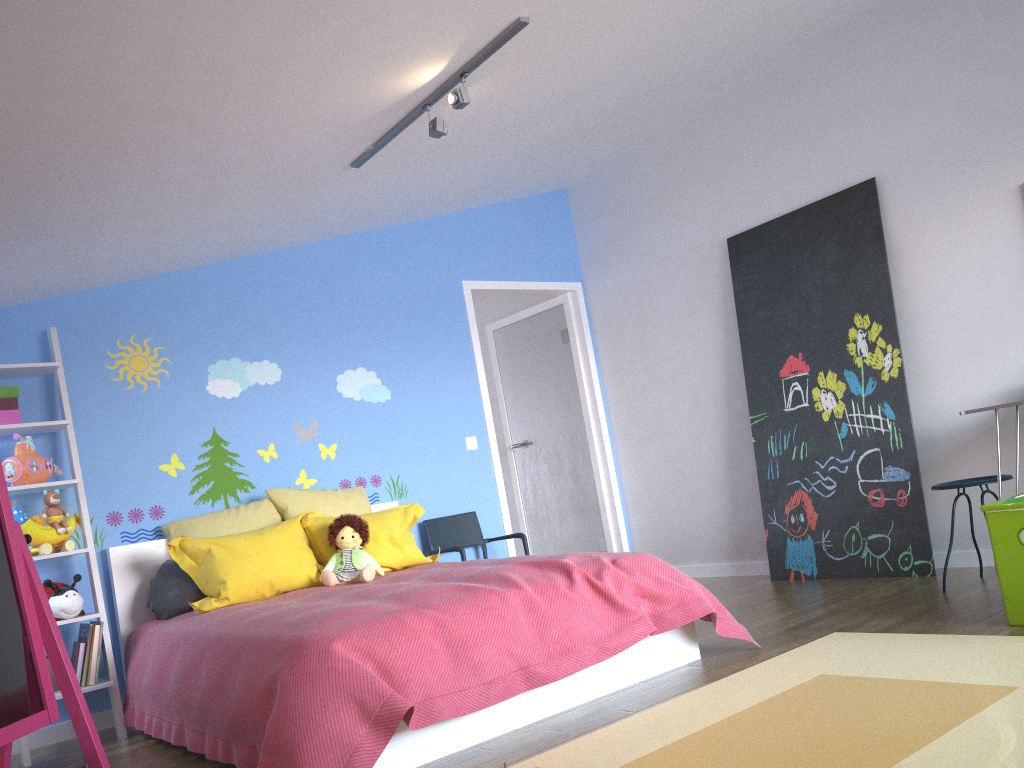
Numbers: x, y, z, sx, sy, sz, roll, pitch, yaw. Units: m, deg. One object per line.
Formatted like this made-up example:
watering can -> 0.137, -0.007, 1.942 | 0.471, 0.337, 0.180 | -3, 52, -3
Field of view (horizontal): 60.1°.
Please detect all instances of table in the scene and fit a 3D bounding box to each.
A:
table -> 2.542, 0.329, 3.240 | 0.805, 0.755, 1.345 | -5, -8, -38

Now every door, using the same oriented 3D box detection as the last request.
door -> -0.032, 0.453, 6.281 | 1.030, 2.120, 1.005 | -6, -6, -38

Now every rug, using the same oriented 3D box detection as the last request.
rug -> 0.730, 0.895, 2.233 | 2.194, 0.006, 1.209 | -4, -9, -38

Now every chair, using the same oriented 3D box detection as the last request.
chair -> -0.199, 1.075, 5.100 | 0.511, 0.672, 0.419 | -5, -7, -42
chair -> 2.037, 0.645, 3.840 | 0.363, 0.460, 0.327 | -6, -6, -38

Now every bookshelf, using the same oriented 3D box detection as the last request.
bookshelf -> -2.039, 0.635, 3.825 | 0.390, 1.844, 0.383 | -7, -5, -38

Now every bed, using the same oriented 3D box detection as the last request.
bed -> -0.516, 0.883, 3.660 | 1.921, 0.808, 2.335 | -5, -8, -38

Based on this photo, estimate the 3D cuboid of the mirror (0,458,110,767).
mirror -> -1.340, 0.492, 2.136 | 0.417, 1.483, 0.613 | -10, -4, 3

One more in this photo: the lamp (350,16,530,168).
lamp -> -0.303, -1.012, 3.346 | 0.123, 0.143, 1.214 | -6, -8, -35

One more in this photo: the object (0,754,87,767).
object -> -1.287, 0.980, 2.106 | 0.368, 0.158, 0.447 | -11, -7, 7

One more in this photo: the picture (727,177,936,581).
picture -> 1.662, 0.032, 4.770 | 0.207, 2.011, 0.965 | -7, -5, -38

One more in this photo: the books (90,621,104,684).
books -> -1.197, 4.629, 6.201 | 0.360, 6.681, 5.415 | -10, -5, 2

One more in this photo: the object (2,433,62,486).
object -> -2.098, 0.331, 3.871 | 0.158, 0.233, 0.296 | -12, -6, 22

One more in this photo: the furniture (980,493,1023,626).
furniture -> 2.077, 0.531, 2.868 | 0.480, 0.417, 0.819 | -5, -8, -38

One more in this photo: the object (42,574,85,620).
object -> -1.970, 0.923, 3.777 | 0.252, 0.182, 0.325 | -6, -7, -32

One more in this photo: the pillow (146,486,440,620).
pillow -> -1.051, 0.747, 4.285 | 1.341, 0.529, 0.684 | -5, -8, -37

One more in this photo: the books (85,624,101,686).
books -> -1.813, 1.159, 3.803 | 0.079, 0.247, 0.199 | -7, -6, -38

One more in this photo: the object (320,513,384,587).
object -> -0.743, 0.755, 4.007 | 0.286, 0.340, 0.252 | -9, -5, -4

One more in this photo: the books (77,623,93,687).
books -> -1.855, 1.166, 3.822 | 0.077, 0.252, 0.210 | -7, -6, -38

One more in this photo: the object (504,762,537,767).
object -> -0.149, 0.939, 1.986 | 0.400, 0.111, 0.607 | -11, -7, 11

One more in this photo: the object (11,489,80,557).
object -> -1.998, 0.594, 3.810 | 0.154, 0.280, 0.372 | -12, -6, 24
